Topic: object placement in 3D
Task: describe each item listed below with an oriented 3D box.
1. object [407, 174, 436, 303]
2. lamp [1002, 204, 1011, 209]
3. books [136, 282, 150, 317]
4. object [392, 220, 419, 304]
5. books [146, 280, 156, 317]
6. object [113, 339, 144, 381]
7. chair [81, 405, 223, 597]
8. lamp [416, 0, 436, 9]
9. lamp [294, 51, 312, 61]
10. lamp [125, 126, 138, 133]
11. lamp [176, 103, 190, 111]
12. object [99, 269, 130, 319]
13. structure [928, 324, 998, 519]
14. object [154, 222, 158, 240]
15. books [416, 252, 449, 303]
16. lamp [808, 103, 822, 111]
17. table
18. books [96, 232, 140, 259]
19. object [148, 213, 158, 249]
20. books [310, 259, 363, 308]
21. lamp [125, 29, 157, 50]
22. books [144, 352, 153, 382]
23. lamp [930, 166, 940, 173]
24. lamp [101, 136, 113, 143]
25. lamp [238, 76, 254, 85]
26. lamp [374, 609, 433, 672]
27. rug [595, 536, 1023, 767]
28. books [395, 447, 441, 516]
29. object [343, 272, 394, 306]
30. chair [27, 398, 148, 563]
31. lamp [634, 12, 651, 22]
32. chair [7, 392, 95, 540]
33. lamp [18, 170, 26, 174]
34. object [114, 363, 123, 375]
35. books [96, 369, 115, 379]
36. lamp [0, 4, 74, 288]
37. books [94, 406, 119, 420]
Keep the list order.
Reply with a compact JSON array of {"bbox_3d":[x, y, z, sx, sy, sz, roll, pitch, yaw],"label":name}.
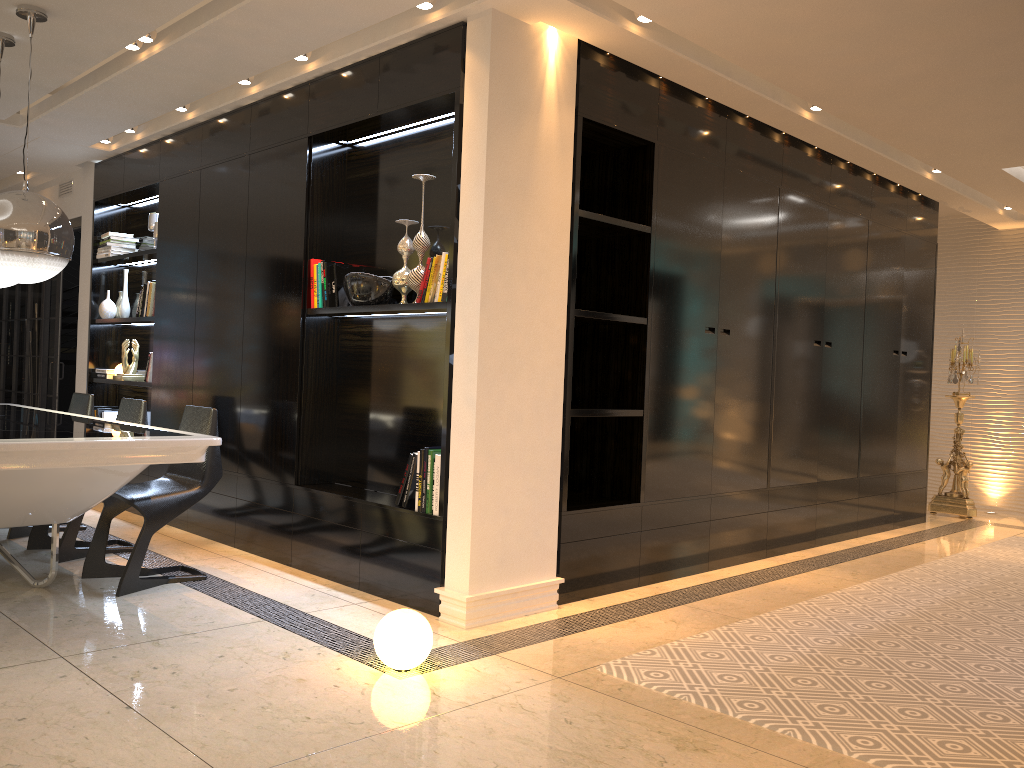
[{"bbox_3d":[-0.431,-0.680,4.223,0.121,0.612,0.121,3,1,40],"label":"object"},{"bbox_3d":[4.203,-1.541,7.492,0.107,0.127,0.107,3,0,26],"label":"lamp"},{"bbox_3d":[-2.602,-0.604,6.452,0.245,0.256,0.207,3,1,44],"label":"books"},{"bbox_3d":[-0.523,-0.587,4.350,0.121,0.416,0.121,3,1,40],"label":"object"},{"bbox_3d":[-2.454,-0.600,6.304,0.212,0.261,0.252,2,1,-45],"label":"books"},{"bbox_3d":[-2.852,-0.179,6.621,0.177,0.311,0.177,2,1,-45],"label":"object"},{"bbox_3d":[-1.762,0.537,4.357,0.496,0.858,0.523,2,1,-45],"label":"chair"},{"bbox_3d":[-0.380,-1.701,3.859,0.107,0.127,0.107,3,0,26],"label":"lamp"},{"bbox_3d":[-1.087,-1.734,4.571,0.107,0.127,0.107,3,0,26],"label":"lamp"},{"bbox_3d":[-2.651,-1.808,6.149,0.107,0.127,0.107,3,0,26],"label":"lamp"},{"bbox_3d":[-2.080,-1.781,5.573,0.107,0.127,0.107,3,0,26],"label":"lamp"},{"bbox_3d":[-3.091,-0.696,6.892,0.210,0.395,0.180,2,1,-42],"label":"object"},{"bbox_3d":[4.170,0.334,7.915,0.811,1.715,0.382,2,0,-21],"label":"structure"},{"bbox_3d":[-2.552,-1.059,6.452,0.104,0.224,0.104,2,1,-43],"label":"object"},{"bbox_3d":[-0.290,-0.485,4.100,0.290,0.238,0.189,3,1,44],"label":"books"},{"bbox_3d":[1.740,-1.624,5.047,0.107,0.127,0.107,3,0,26],"label":"lamp"},{"bbox_3d":[-2.759,0.546,4.425,1.293,0.759,3.031,2,1,-45],"label":"table"},{"bbox_3d":[-3.069,-1.066,6.912,0.259,0.188,0.302,2,0,-38],"label":"books"},{"bbox_3d":[-2.625,-1.101,6.536,0.111,0.301,0.111,3,1,41],"label":"object"},{"bbox_3d":[-0.938,-0.530,4.754,0.236,0.270,0.210,3,1,45],"label":"books"},{"bbox_3d":[-1.875,-1.765,4.453,0.107,0.127,0.271,2,1,-45],"label":"lamp"},{"bbox_3d":[-2.483,-0.125,6.313,0.182,0.232,0.284,2,1,-42],"label":"books"},{"bbox_3d":[3.053,-1.580,6.350,0.107,0.127,0.107,2,0,-26],"label":"lamp"},{"bbox_3d":[-2.967,-1.823,6.468,0.107,0.127,0.107,3,0,26],"label":"lamp"},{"bbox_3d":[-1.507,-1.754,4.995,0.107,0.127,0.107,3,0,26],"label":"lamp"},{"bbox_3d":[-0.392,0.923,3.206,0.212,0.214,0.213,2,0,-5],"label":"lamp"},{"bbox_3d":[2.609,1.136,4.522,5.025,0.015,1.526,2,1,-45],"label":"rug"},{"bbox_3d":[-0.358,0.435,4.118,0.222,0.296,0.345,2,1,-45],"label":"books"},{"bbox_3d":[-0.733,-0.471,4.521,0.193,0.177,0.375,2,1,-44],"label":"object"},{"bbox_3d":[-2.359,0.509,4.960,0.496,0.858,0.523,2,1,-45],"label":"chair"},{"bbox_3d":[0.592,-1.662,3.903,0.107,0.127,0.107,3,0,26],"label":"lamp"},{"bbox_3d":[-2.927,0.482,5.532,0.496,0.858,0.523,2,1,-45],"label":"chair"},{"bbox_3d":[-4.255,-1.883,7.665,0.107,0.127,0.107,3,0,26],"label":"lamp"},{"bbox_3d":[-2.960,-0.095,6.754,0.125,0.125,0.125,2,0,-5],"label":"object"},{"bbox_3d":[-3.097,-0.076,6.918,0.209,0.073,0.266,2,1,-41],"label":"books"},{"bbox_3d":[-2.670,-1.086,4.472,0.408,1.226,1.827,2,1,-45],"label":"lamp"},{"bbox_3d":[-3.163,0.315,6.967,0.236,0.270,0.210,3,1,45],"label":"books"}]
